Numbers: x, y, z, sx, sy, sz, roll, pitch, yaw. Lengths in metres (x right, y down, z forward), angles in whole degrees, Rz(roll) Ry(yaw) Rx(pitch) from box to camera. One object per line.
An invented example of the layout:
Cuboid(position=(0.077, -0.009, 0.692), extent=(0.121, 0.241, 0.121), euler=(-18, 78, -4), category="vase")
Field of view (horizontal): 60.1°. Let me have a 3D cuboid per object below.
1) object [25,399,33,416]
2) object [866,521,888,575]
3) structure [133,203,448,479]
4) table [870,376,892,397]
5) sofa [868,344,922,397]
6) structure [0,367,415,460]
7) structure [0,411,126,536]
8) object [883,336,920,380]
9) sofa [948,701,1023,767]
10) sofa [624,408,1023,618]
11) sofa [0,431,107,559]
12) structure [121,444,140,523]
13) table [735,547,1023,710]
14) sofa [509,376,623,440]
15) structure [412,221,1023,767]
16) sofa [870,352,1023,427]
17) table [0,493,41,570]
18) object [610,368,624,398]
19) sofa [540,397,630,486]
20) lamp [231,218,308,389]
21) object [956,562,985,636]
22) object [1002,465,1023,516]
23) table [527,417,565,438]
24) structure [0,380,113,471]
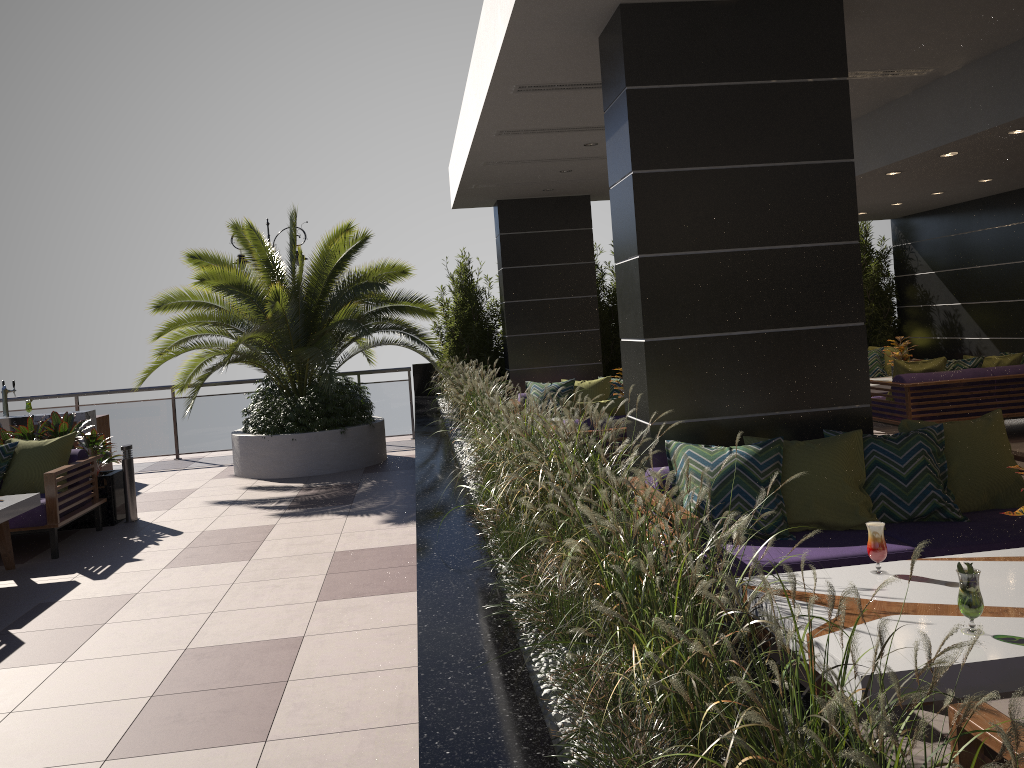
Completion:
Cuboid(position=(-5.720, 0.278, 10.484), extent=(0.082, 0.198, 0.069), euler=(-4, 1, 30), category="object")
Cuboid(position=(1.331, 0.599, 3.227), extent=(0.069, 0.181, 0.068), euler=(-4, 1, -23), category="object")
Cuboid(position=(-2.697, -0.626, 11.036), extent=(3.745, 3.301, 3.812), euler=(-3, 3, 36), category="structure")
Cuboid(position=(4.862, 0.213, 10.888), extent=(2.037, 0.553, 0.942), euler=(-5, 3, -6), category="table")
Cuboid(position=(4.688, -0.042, 12.185), extent=(2.127, 0.919, 1.120), euler=(-4, 2, -6), category="sofa")
Cuboid(position=(-6.613, 1.257, 3.662), extent=(12.922, 1.058, 17.519), euler=(-5, 4, -6), category="structure")
Cuboid(position=(-4.727, 0.878, 8.064), extent=(2.251, 1.172, 0.737), euler=(-4, 1, -5), category="structure")
Cuboid(position=(4.776, -0.320, 10.871), extent=(0.430, 0.526, 0.426), euler=(-4, 2, 11), category="object")
Cuboid(position=(2.058, 0.845, 1.490), extent=(2.127, 0.919, 1.120), euler=(-4, 2, -6), category="sofa")
Cuboid(position=(1.732, 0.678, 4.420), extent=(2.127, 0.919, 1.120), euler=(-4, 2, -6), category="sofa")
Cuboid(position=(-4.633, 0.953, 7.247), extent=(2.127, 0.919, 1.120), euler=(-4, 2, -6), category="sofa")
Cuboid(position=(-3.554, 0.920, 8.218), extent=(0.100, 0.700, 0.180), euler=(-4, 0, -6), category="structure")
Cuboid(position=(1.904, 0.945, 2.933), extent=(2.037, 0.553, 0.942), euler=(-5, 3, -6), category="table")
Cuboid(position=(1.092, 0.348, 10.187), extent=(2.127, 0.919, 1.120), euler=(-4, 2, -6), category="sofa")
Cuboid(position=(3.656, -0.402, 1.866), extent=(7.819, 3.119, 24.751), euler=(-4, 4, -6), category="structure")
Cuboid(position=(4.972, 0.104, 9.633), extent=(2.127, 0.919, 1.120), euler=(-4, 2, -6), category="sofa")
Cuboid(position=(-4.487, 1.201, 6.078), extent=(2.037, 0.553, 0.942), euler=(-5, 3, -6), category="table")
Cuboid(position=(1.197, 0.064, 8.935), extent=(0.430, 0.526, 0.426), euler=(-4, 2, 11), category="object")
Cuboid(position=(1.375, 0.494, 7.635), extent=(2.127, 0.919, 1.120), euler=(-4, 2, -6), category="sofa")
Cuboid(position=(-3.358, -0.696, 12.589), extent=(1.122, 3.326, 0.264), euler=(-4, 0, -6), category="lamp")
Cuboid(position=(1.345, 0.624, 2.599), extent=(0.069, 0.211, 0.068), euler=(-4, 1, -23), category="object")
Cuboid(position=(1.867, 0.407, 2.922), extent=(0.430, 0.526, 0.425), euler=(-4, 2, 6), category="object")
Cuboid(position=(1.238, 0.602, 8.935), extent=(2.037, 0.553, 0.942), euler=(-5, 3, -6), category="table")
Cuboid(position=(-7.237, 0.716, 10.580), extent=(4.402, 1.328, 0.805), euler=(-5, 1, -6), category="structure")
